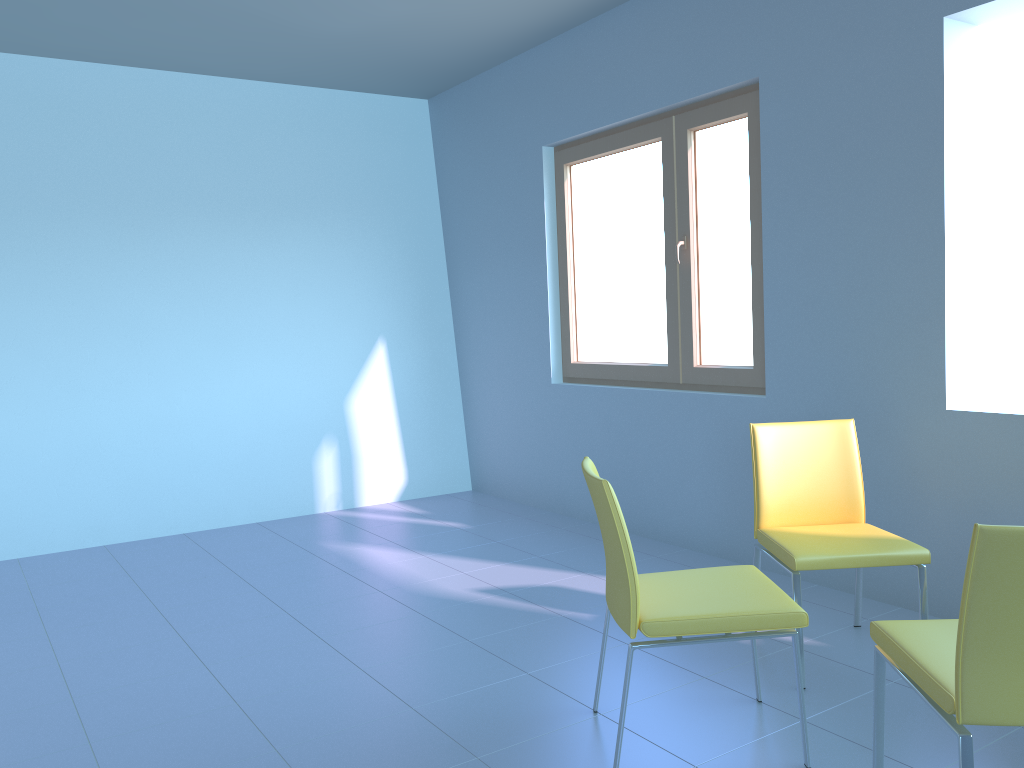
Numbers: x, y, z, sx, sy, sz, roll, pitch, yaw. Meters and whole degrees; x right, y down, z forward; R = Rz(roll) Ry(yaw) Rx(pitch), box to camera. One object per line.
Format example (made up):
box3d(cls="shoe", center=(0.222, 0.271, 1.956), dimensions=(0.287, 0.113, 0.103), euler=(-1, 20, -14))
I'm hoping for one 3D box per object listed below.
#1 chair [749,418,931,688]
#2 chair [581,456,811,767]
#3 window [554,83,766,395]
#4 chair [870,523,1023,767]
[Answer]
box3d(cls="chair", center=(0.969, 0.482, 2.710), dimensions=(0.387, 0.695, 0.484), euler=(-3, 4, -2))
box3d(cls="chair", center=(0.433, 0.541, 2.217), dimensions=(0.484, 0.695, 0.387), euler=(-3, 4, -2))
box3d(cls="window", center=(0.652, -0.609, 4.176), dimensions=(0.142, 1.263, 1.475), euler=(-5, 5, -33))
box3d(cls="chair", center=(0.971, 0.558, 1.711), dimensions=(0.387, 0.699, 0.484), euler=(-2, 4, 3))
